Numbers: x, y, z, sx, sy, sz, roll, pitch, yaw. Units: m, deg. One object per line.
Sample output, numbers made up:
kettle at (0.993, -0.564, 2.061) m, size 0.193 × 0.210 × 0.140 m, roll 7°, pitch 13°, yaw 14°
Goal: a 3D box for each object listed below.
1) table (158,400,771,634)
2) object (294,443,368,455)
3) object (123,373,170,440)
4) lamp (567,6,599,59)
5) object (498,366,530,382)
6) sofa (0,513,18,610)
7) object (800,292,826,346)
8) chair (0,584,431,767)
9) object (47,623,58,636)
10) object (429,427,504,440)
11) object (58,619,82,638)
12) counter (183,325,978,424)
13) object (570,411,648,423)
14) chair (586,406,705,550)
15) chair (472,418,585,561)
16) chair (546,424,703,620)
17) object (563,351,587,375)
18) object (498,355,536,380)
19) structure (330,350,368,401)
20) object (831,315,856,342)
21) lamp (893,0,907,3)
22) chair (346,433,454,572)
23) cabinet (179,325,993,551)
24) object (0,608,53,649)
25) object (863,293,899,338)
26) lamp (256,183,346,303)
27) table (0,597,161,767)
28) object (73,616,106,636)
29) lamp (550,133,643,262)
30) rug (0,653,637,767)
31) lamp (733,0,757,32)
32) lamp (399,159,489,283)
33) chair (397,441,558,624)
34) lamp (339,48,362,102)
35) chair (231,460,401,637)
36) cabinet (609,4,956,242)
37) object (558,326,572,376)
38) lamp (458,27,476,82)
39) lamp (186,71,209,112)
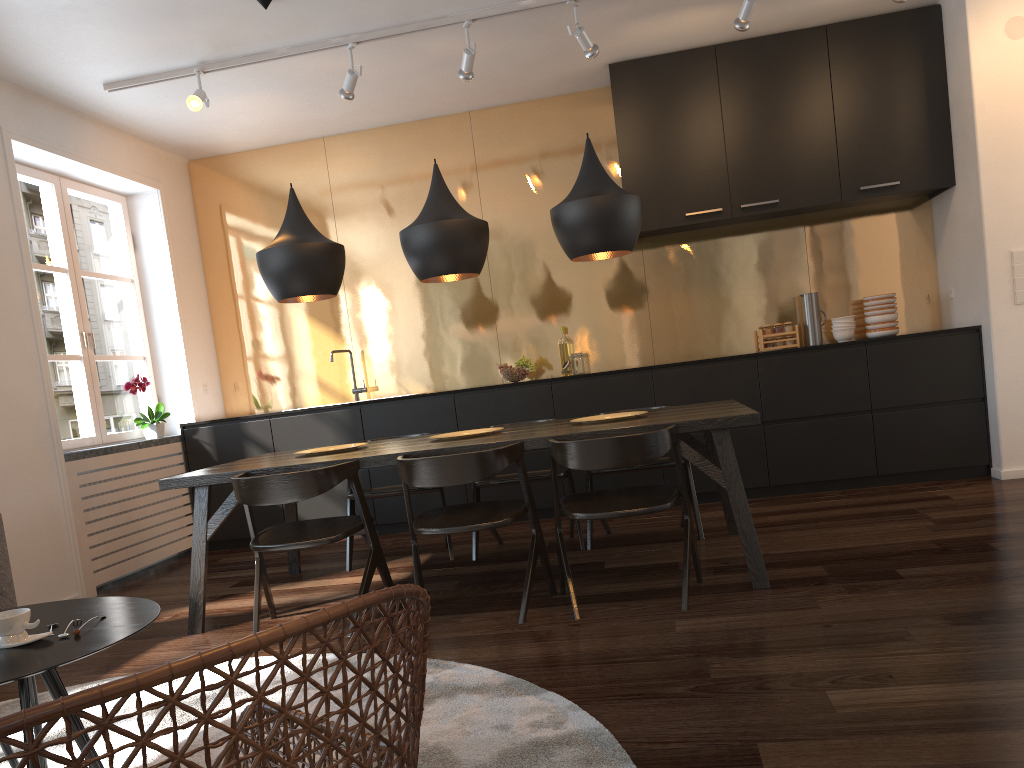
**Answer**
table at (-0.160, 0.582, 4.129) m, size 2.503 × 0.683 × 1.101 m, roll -7°, pitch 2°, yaw 9°
object at (-0.867, 0.317, 4.251) m, size 0.356 × 0.017 × 0.354 m, roll -7°, pitch 1°, yaw 13°
object at (-2.368, 0.143, 5.771) m, size 0.229 × 0.439 × 0.405 m, roll -8°, pitch 3°, yaw -15°
lamp at (0.979, -1.071, 5.156) m, size 0.089 × 1.857 × 1.822 m, roll -3°, pitch 5°, yaw 43°
object at (0.022, -0.060, 5.816) m, size 0.217 × 0.097 × 0.219 m, roll -8°, pitch 1°, yaw -33°
sofa at (-2.261, 0.866, 2.089) m, size 2.042 × 0.675 × 3.052 m, roll -7°, pitch 1°, yaw 9°
object at (1.985, -0.427, 5.810) m, size 0.164 × 0.341 × 0.113 m, roll -6°, pitch 4°, yaw 13°
chair at (-0.467, 0.620, 1.070) m, size 0.687 × 0.713 × 0.713 m, roll -5°, pitch 4°, yaw 42°
object at (-1.082, 0.574, 2.078) m, size 0.026 × 0.010 × 0.124 m, roll -8°, pitch 1°, yaw -25°
object at (-0.213, 0.236, 4.140) m, size 0.355 × 0.017 × 0.355 m, roll -7°, pitch 1°, yaw -10°
object at (-1.028, 0.565, 2.059) m, size 0.025 × 0.016 × 0.163 m, roll -8°, pitch 1°, yaw -16°
counter at (0.296, -0.045, 5.892) m, size 5.067 × 0.002 × 0.728 m, roll -7°, pitch 0°, yaw 10°
object at (0.442, 0.155, 4.029) m, size 0.356 × 0.017 × 0.354 m, roll -7°, pitch 1°, yaw 13°
chair at (0.664, 0.479, 4.660) m, size 0.594 × 0.674 × 0.516 m, roll -7°, pitch 3°, yaw 9°
chair at (0.068, 0.553, 4.761) m, size 0.594 × 0.674 × 0.517 m, roll -7°, pitch 3°, yaw 8°
chair at (0.429, 0.519, 3.453) m, size 0.594 × 0.674 × 0.517 m, roll -7°, pitch 3°, yaw 8°
object at (0.421, -0.139, 5.934) m, size 0.176 × 0.152 × 0.088 m, roll -8°, pitch 4°, yaw -13°
object at (0.026, -0.099, 5.797) m, size 0.239 × 0.174 × 0.177 m, roll -7°, pitch 3°, yaw -6°
structure at (-1.145, -0.053, 6.231) m, size 0.110 × 0.387 × 0.264 m, roll -5°, pitch 4°, yaw 25°
object at (2.151, -0.357, 5.735) m, size 0.158 × 0.161 × 0.153 m, roll -5°, pitch 3°, yaw 37°
lamp at (1.920, -1.992, 4.254) m, size 0.085 × 0.241 × 0.250 m, roll -8°, pitch 3°, yaw -15°
chair at (-0.624, 0.638, 4.907) m, size 0.593 × 0.674 × 0.517 m, roll -7°, pitch 3°, yaw 6°
cabinet at (0.351, 0.402, 5.929) m, size 5.070 × 0.905 × 0.728 m, roll -7°, pitch 3°, yaw 10°
object at (-1.107, 0.548, 1.980) m, size 0.139 × 0.069 × 0.091 m, roll -7°, pitch 2°, yaw 21°
object at (2.366, -0.435, 5.670) m, size 0.197 × 0.266 × 0.197 m, roll -8°, pitch 3°, yaw -16°
lamp at (-1.002, -0.671, 4.163) m, size 0.412 × 0.544 × 0.408 m, roll -4°, pitch 4°, yaw 43°
table at (-1.221, 0.836, 2.032) m, size 0.848 × 0.475 × 0.842 m, roll -7°, pitch 2°, yaw 12°
object at (-0.988, 0.560, 2.072) m, size 0.015 × 0.015 × 0.167 m, roll -7°, pitch 1°, yaw -4°
lamp at (0.367, -0.840, 3.931) m, size 0.408 × 0.544 × 0.411 m, roll -9°, pitch 4°, yaw -33°
rug at (-1.118, 1.058, 1.907) m, size 2.832 × 0.012 × 2.832 m, roll -7°, pitch 0°, yaw -11°
lamp at (1.182, -1.902, 4.378) m, size 0.085 × 0.241 × 0.250 m, roll -9°, pitch 3°, yaw -20°
lamp at (-0.318, -0.755, 4.047) m, size 0.410 × 0.544 × 0.410 m, roll -8°, pitch 3°, yaw -14°
chair at (-0.172, 0.593, 3.555) m, size 0.594 × 0.674 × 0.516 m, roll -7°, pitch 3°, yaw 10°
lamp at (-0.846, -1.653, 4.711) m, size 0.084 × 0.240 × 0.252 m, roll -11°, pitch 4°, yaw -40°
chair at (-0.842, 0.675, 3.663) m, size 0.594 × 0.674 × 0.517 m, roll -7°, pitch 3°, yaw 8°
cabinet at (1.659, -1.596, 5.614) m, size 1.958 × 1.056 × 0.528 m, roll -7°, pitch 4°, yaw 10°
object at (0.367, -0.228, 6.095) m, size 0.091 × 0.341 × 0.092 m, roll -9°, pitch 5°, yaw -24°
lamp at (-0.218, -1.729, 4.613) m, size 0.085 × 0.241 × 0.250 m, roll -9°, pitch 3°, yaw -25°
lamp at (-1.677, -1.548, 4.709) m, size 0.085 × 0.241 × 0.250 m, roll -7°, pitch 3°, yaw -4°
